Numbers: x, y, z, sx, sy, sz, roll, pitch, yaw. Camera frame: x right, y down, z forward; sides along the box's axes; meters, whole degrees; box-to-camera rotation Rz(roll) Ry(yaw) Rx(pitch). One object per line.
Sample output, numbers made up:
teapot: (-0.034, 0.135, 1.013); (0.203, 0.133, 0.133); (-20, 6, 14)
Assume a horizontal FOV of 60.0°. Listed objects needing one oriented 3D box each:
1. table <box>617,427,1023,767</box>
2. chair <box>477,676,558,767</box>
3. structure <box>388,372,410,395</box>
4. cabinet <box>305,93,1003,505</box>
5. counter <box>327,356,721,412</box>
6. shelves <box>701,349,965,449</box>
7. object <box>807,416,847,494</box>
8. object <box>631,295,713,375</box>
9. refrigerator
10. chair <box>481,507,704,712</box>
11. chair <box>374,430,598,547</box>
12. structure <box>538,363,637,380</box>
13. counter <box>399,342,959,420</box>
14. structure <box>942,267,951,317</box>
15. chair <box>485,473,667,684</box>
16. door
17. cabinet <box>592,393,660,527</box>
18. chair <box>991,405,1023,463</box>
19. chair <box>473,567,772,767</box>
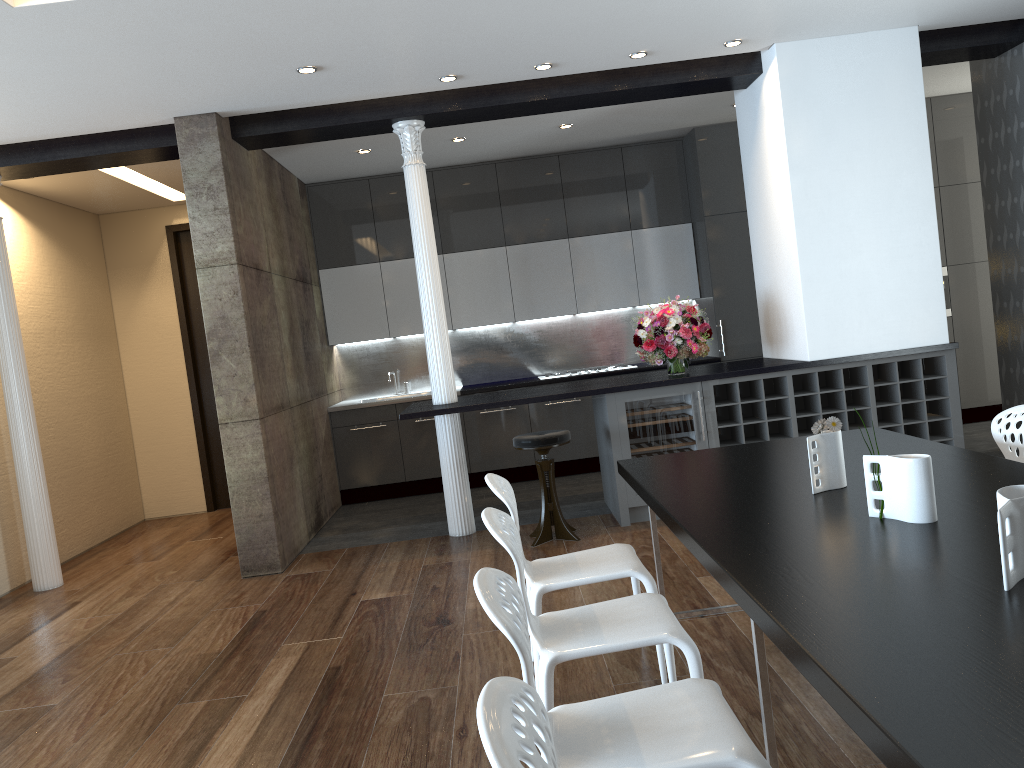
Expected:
table: (1.158, 0.730, 2.393); (1.200, 0.733, 3.400); (-7, 3, -1)
chair: (0.288, 0.851, 1.337); (0.581, 0.835, 0.495); (-7, 3, -1)
structure: (-1.094, -0.001, 8.620); (0.183, 0.249, 0.224); (-7, 3, -1)
cabinet: (1.919, -0.862, 8.414); (7.409, 2.980, 0.827); (-7, 3, -1)
counter: (0.118, 0.076, 8.436); (3.597, 0.223, 0.807); (-7, 3, -1)
shelves: (2.142, 0.290, 6.340); (1.700, 0.897, 0.900); (-7, 3, -1)
object: (1.020, 0.230, 2.915); (0.161, 0.233, 0.076); (-8, 4, -19)
object: (1.116, -0.340, 6.183); (0.544, 0.552, 0.570); (-7, 3, 5)
refrigerator: (1.011, 0.401, 5.888); (0.578, 0.774, 0.075); (-7, 3, 3)
chair: (0.245, 0.773, 2.767); (0.581, 0.835, 0.495); (-7, 3, -1)
chair: (-0.446, 1.075, 2.513); (16.134, 0.952, 21.556); (-7, 3, -1)
structure: (0.703, -0.107, 8.397); (0.900, 0.066, 0.520); (-7, 3, -1)
counter: (1.091, -0.046, 6.298); (3.700, 0.040, 1.000); (-7, 3, -1)
structure: (3.686, -0.821, 8.339); (0.595, 0.452, 0.528); (-7, 3, -1)
chair: (0.234, 0.733, 3.467); (0.581, 0.835, 0.495); (-7, 3, -1)
door: (-2.657, -0.202, 8.749); (1.037, 2.814, 0.246); (-7, 3, -1)
cabinet: (0.981, 0.439, 6.323); (0.642, 0.897, 0.900); (-7, 3, -1)
chair: (1.826, 0.530, 3.464); (0.581, 0.835, 0.495); (-7, 3, -1)
chair: (0.253, 0.815, 2.031); (0.581, 0.835, 0.495); (-7, 3, -1)
